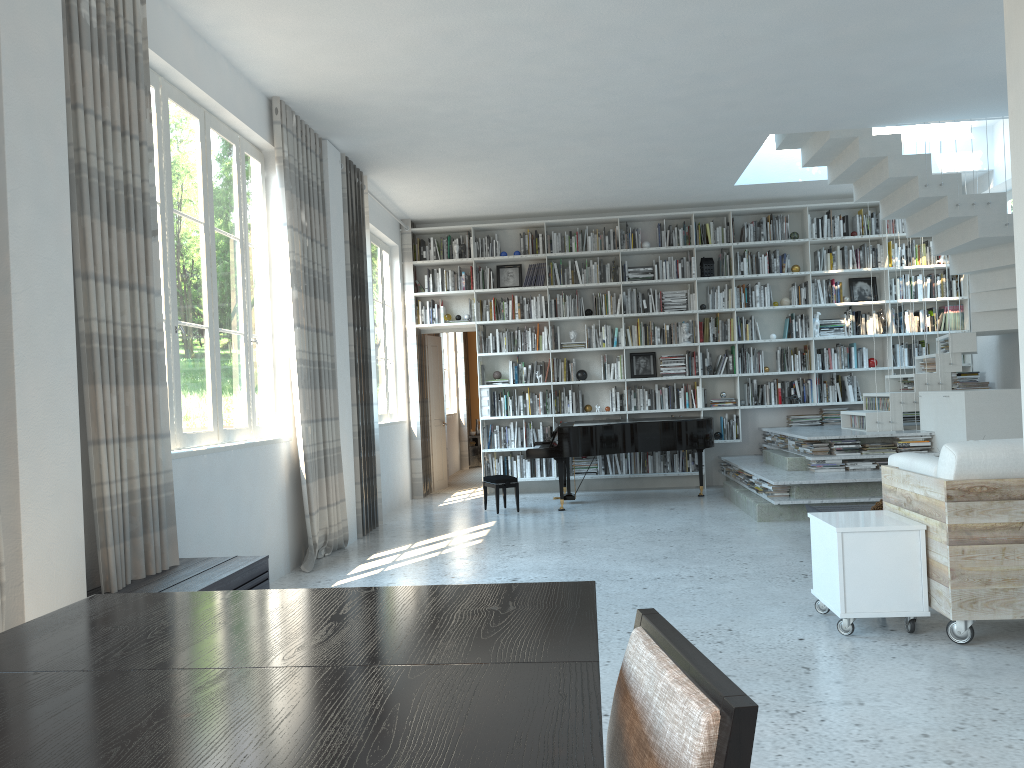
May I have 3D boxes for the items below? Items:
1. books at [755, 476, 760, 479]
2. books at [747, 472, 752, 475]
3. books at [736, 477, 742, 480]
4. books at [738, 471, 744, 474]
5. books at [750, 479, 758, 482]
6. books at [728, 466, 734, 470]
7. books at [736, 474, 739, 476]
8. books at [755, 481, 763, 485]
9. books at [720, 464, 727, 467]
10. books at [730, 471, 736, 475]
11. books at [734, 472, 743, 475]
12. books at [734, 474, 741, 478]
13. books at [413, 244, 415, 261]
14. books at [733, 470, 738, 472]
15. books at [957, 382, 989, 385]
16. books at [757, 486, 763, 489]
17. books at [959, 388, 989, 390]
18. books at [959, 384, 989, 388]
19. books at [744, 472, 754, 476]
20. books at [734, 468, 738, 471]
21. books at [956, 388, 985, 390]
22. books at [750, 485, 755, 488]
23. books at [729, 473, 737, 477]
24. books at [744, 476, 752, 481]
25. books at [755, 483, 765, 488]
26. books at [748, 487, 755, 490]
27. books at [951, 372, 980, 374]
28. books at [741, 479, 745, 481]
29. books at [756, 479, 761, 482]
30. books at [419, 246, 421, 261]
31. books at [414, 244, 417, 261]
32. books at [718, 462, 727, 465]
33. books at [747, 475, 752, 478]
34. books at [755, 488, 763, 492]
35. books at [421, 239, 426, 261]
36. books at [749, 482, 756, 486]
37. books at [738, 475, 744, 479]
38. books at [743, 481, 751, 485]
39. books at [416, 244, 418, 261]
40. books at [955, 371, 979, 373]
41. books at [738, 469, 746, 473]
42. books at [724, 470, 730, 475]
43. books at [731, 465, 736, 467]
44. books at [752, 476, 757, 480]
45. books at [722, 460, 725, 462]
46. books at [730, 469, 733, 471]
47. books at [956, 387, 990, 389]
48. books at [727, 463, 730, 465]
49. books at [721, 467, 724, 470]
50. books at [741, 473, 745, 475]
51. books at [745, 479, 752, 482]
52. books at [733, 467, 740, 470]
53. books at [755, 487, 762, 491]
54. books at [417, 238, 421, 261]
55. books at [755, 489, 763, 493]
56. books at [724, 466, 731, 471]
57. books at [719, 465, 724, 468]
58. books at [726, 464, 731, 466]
[{"bbox_3d":[2.281,0.832,7.910,0.182,0.016,0.256,-3,-1,8],"label":"books"},{"bbox_3d":[2.352,0.852,8.513,0.157,0.007,0.268,-3,-1,5],"label":"books"},{"bbox_3d":[2.403,0.967,9.131,0.157,0.014,0.180,-3,-1,2],"label":"books"},{"bbox_3d":[2.364,0.876,8.823,0.165,0.014,0.235,-3,-1,0],"label":"books"},{"bbox_3d":[2.312,0.891,8.209,0.180,0.017,0.182,-3,-1,2],"label":"books"},{"bbox_3d":[2.414,0.891,9.442,0.180,0.015,0.294,-3,-1,3],"label":"books"},{"bbox_3d":[2.403,0.934,9.131,0.165,0.012,0.205,-3,-1,5],"label":"books"},{"bbox_3d":[2.285,0.879,7.910,0.168,0.013,0.281,-3,-1,0],"label":"books"},{"bbox_3d":[2.466,0.920,10.041,0.188,0.009,0.211,-3,-1,4],"label":"books"},{"bbox_3d":[2.424,0.944,9.442,0.172,0.014,0.221,-3,-1,6],"label":"books"},{"bbox_3d":[2.396,0.915,9.131,0.159,0.011,0.246,-3,-1,1],"label":"books"},{"bbox_3d":[2.399,0.946,9.131,0.159,0.012,0.292,-3,-1,2],"label":"books"},{"bbox_3d":[-1.145,-1.525,10.445,0.014,0.219,0.188,-3,0,5],"label":"books"},{"bbox_3d":[2.390,0.892,9.132,0.169,0.009,0.241,-3,-1,1],"label":"books"},{"bbox_3d":[4.850,-0.004,9.325,0.267,0.026,0.161,-3,-1,10],"label":"books"},{"bbox_3d":[2.298,0.927,7.909,0.170,0.006,0.268,-3,-1,5],"label":"books"},{"bbox_3d":[4.851,0.055,9.307,0.250,0.007,0.131,-3,-1,9],"label":"books"},{"bbox_3d":[4.850,0.021,9.319,0.234,0.025,0.157,-3,-1,1],"label":"books"},{"bbox_3d":[2.338,0.863,8.514,0.170,0.014,0.281,-3,-1,2],"label":"books"},{"bbox_3d":[2.383,0.880,9.132,0.182,0.016,0.199,-3,-1,10],"label":"books"},{"bbox_3d":[4.851,0.048,9.311,0.295,0.006,0.146,-3,-1,3],"label":"books"},{"bbox_3d":[2.321,0.948,8.209,0.171,0.005,0.297,-3,-1,4],"label":"books"},{"bbox_3d":[2.418,0.965,9.442,0.177,0.026,0.230,-3,-1,8],"label":"books"},{"bbox_3d":[2.342,0.908,8.514,0.160,0.025,0.244,-3,-1,0],"label":"books"},{"bbox_3d":[2.284,0.903,7.910,0.191,0.015,0.246,-3,-1,6],"label":"books"},{"bbox_3d":[2.305,0.962,8.210,0.193,0.005,0.225,-3,-1,1],"label":"books"},{"bbox_3d":[4.865,-0.116,9.518,0.228,0.011,0.159,-3,-1,4],"label":"books"},{"bbox_3d":[2.369,0.959,8.822,0.161,0.008,0.254,-3,-1,10],"label":"books"},{"bbox_3d":[2.292,0.860,7.909,0.175,0.006,0.251,-3,-1,5],"label":"books"},{"bbox_3d":[-1.064,-1.516,10.444,0.024,0.195,0.167,-3,0,5],"label":"books"},{"bbox_3d":[-1.124,-1.530,10.466,0.024,0.228,0.130,-3,0,5],"label":"books"},{"bbox_3d":[2.457,0.896,10.042,0.191,0.013,0.243,-3,-1,1],"label":"books"},{"bbox_3d":[2.352,0.886,8.513,0.142,0.017,0.239,-3,-1,1],"label":"books"},{"bbox_3d":[2.290,0.940,7.909,0.178,0.009,0.276,-3,-1,3],"label":"books"},{"bbox_3d":[-1.042,-1.554,10.437,0.025,0.269,0.177,-3,0,5],"label":"books"},{"bbox_3d":[2.309,0.923,8.210,0.189,0.013,0.215,-3,-1,3],"label":"books"},{"bbox_3d":[2.365,0.920,8.823,0.182,0.013,0.287,-3,-1,6],"label":"books"},{"bbox_3d":[2.332,0.945,8.515,0.189,0.009,0.291,-3,-1,8],"label":"books"},{"bbox_3d":[-1.102,-1.528,10.454,0.023,0.223,0.151,-3,0,5],"label":"books"},{"bbox_3d":[4.865,-0.125,9.514,0.231,0.006,0.152,-3,-1,10],"label":"books"},{"bbox_3d":[2.360,0.863,8.823,0.179,0.012,0.249,-3,-1,2],"label":"books"},{"bbox_3d":[2.445,0.968,9.749,0.189,0.030,0.237,-3,-1,5],"label":"books"},{"bbox_3d":[2.377,0.844,9.133,0.193,0.005,0.225,-3,-1,1],"label":"books"},{"bbox_3d":[2.325,0.868,8.208,0.141,0.028,0.222,-3,-1,0],"label":"books"},{"bbox_3d":[2.476,0.864,10.040,0.158,0.014,0.234,-3,-1,3],"label":"books"},{"bbox_3d":[2.418,0.908,9.442,0.171,0.020,0.193,-3,-1,9],"label":"books"},{"bbox_3d":[4.852,0.039,9.331,0.278,0.012,0.177,-3,-1,9],"label":"books"},{"bbox_3d":[2.460,0.882,9.747,0.126,0.005,0.290,-3,-1,0],"label":"books"},{"bbox_3d":[2.467,0.955,10.041,0.179,0.012,0.261,-3,-1,8],"label":"books"},{"bbox_3d":[2.373,0.887,8.822,0.169,0.009,0.241,-3,-1,5],"label":"books"},{"bbox_3d":[2.341,0.926,8.514,0.177,0.011,0.220,-3,-1,7],"label":"books"},{"bbox_3d":[2.390,0.864,9.132,0.171,0.015,0.253,-3,-1,2],"label":"books"},{"bbox_3d":[2.283,0.933,7.910,0.191,0.006,0.275,-3,-1,7],"label":"books"},{"bbox_3d":[-1.085,-1.561,10.443,0.014,0.286,0.175,-3,0,5],"label":"books"},{"bbox_3d":[2.280,0.953,7.910,0.191,0.016,0.209,-3,-1,10],"label":"books"},{"bbox_3d":[2.435,0.927,9.750,0.191,0.028,0.212,-3,-1,9],"label":"books"},{"bbox_3d":[2.464,0.930,10.041,0.177,0.012,0.278,-3,-1,1],"label":"books"},{"bbox_3d":[2.451,0.889,9.748,0.160,0.009,0.291,-3,-1,7],"label":"books"}]
